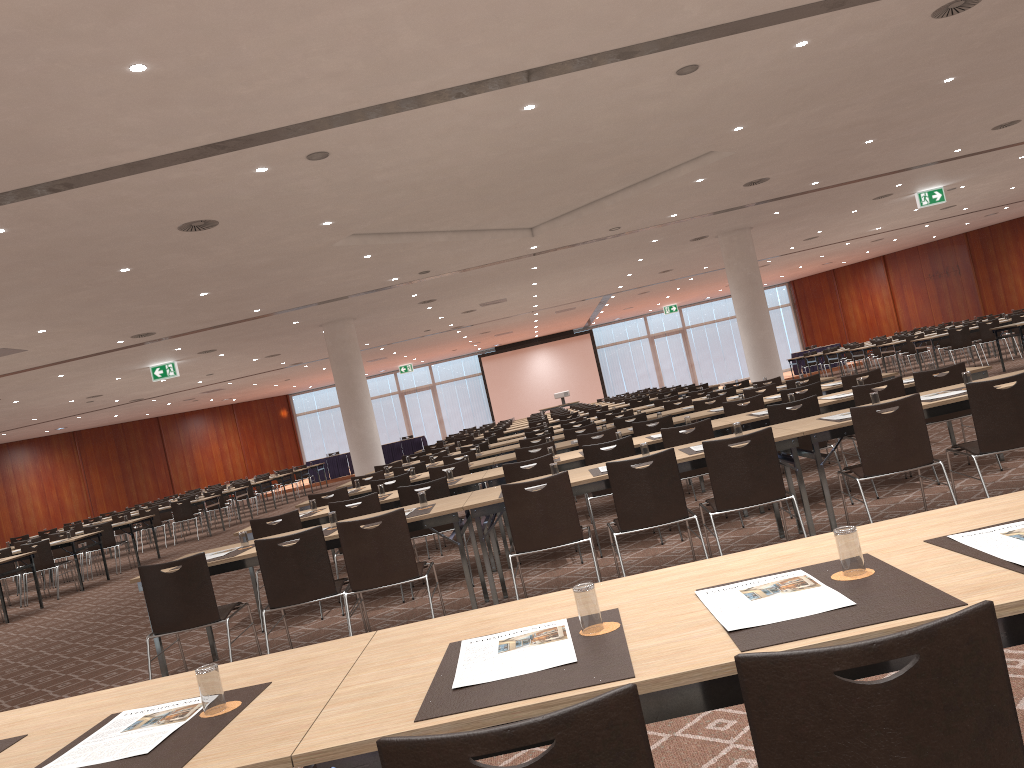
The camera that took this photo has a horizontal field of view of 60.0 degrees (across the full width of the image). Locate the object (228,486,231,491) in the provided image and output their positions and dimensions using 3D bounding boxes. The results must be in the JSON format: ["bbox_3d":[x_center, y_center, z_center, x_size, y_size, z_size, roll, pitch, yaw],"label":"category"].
[{"bbox_3d":[-6.999,2.580,21.942,0.054,0.114,0.054,-12,-1,-32],"label":"object"}]

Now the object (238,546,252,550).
[{"bbox_3d":[-1.891,1.162,6.287,0.102,0.001,0.102,-12,-1,-32],"label":"object"}]

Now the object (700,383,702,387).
[{"bbox_3d":[4.196,0.029,19.622,0.054,0.114,0.054,-12,-1,-32],"label":"object"}]

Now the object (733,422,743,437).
[{"bbox_3d":[1.579,0.326,6.189,0.054,0.114,0.054,-12,-1,-32],"label":"object"}]

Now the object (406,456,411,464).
[{"bbox_3d":[-1.674,1.227,14.303,0.054,0.114,0.054,-13,-1,35],"label":"object"}]

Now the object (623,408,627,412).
[{"bbox_3d":[1.813,0.445,14.193,0.054,0.114,0.054,-13,-1,35],"label":"object"}]

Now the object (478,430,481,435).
[{"bbox_3d":[-0.809,1.194,21.767,0.054,0.114,0.054,-12,-1,-32],"label":"object"}]

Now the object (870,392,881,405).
[{"bbox_3d":[2.529,0.113,6.169,0.054,0.114,0.054,-13,-1,35],"label":"object"}]

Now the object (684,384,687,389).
[{"bbox_3d":[4.240,0.062,21.626,0.054,0.114,0.054,-12,-1,-32],"label":"object"}]

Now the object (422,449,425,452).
[{"bbox_3d":[-1.619,1.257,16.288,0.054,0.114,0.054,-12,-1,-10],"label":"object"}]

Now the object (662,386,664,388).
[{"bbox_3d":[4.369,0.119,25.624,0.054,0.114,0.054,-12,-1,-32],"label":"object"}]

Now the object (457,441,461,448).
[{"bbox_3d":[-0.973,1.112,16.275,0.054,0.114,0.054,-13,-1,13],"label":"object"}]

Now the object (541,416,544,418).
[{"bbox_3d":[0.761,0.842,21.732,0.054,0.114,0.054,-12,-1,-32],"label":"object"}]

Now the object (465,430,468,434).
[{"bbox_3d":[-1.324,1.395,25.785,0.054,0.114,0.054,-12,-1,-32],"label":"object"}]

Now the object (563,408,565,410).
[{"bbox_3d":[1.507,0.761,25.711,0.054,0.114,0.054,-13,-1,35],"label":"object"}]

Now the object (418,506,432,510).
[{"bbox_3d":[-0.611,0.876,6.255,0.102,0.001,0.102,-12,-1,-32],"label":"object"}]

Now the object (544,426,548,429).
[{"bbox_3d":[0.550,0.729,14.237,0.054,0.114,0.054,-13,-1,35],"label":"object"}]

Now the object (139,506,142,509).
[{"bbox_3d":[-9.218,3.078,22.015,0.054,0.114,0.054,-13,-1,35],"label":"object"}]

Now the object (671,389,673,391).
[{"bbox_3d":[3.549,0.174,19.646,0.054,0.114,0.054,-13,-1,35],"label":"object"}]

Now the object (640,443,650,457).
[{"bbox_3d":[0.933,0.471,6.211,0.054,0.114,0.054,-12,-1,-32],"label":"object"}]

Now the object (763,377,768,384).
[{"bbox_3d":[4.034,-0.052,14.126,0.054,0.114,0.054,-13,-1,35],"label":"object"}]

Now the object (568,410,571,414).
[{"bbox_3d":[1.406,0.697,21.705,0.054,0.114,0.054,-12,-1,-32],"label":"object"}]

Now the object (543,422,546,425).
[{"bbox_3d":[0.606,0.759,16.233,0.054,0.114,0.054,-12,-1,-10],"label":"object"}]

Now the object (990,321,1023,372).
[{"bbox_3d":[10.068,-0.871,16.002,2.267,0.833,0.953,-13,-1,2],"label":"object"}]

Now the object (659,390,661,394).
[{"bbox_3d":[3.621,0.201,21.649,0.054,0.114,0.054,-13,-1,35],"label":"object"}]

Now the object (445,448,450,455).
[{"bbox_3d":[-1.037,1.084,14.281,0.054,0.114,0.054,-13,-1,13],"label":"object"}]

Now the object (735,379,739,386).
[{"bbox_3d":[4.095,-0.023,16.135,0.054,0.114,0.054,-12,-1,-10],"label":"object"}]

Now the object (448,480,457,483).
[{"bbox_3d":[-0.565,0.908,8.253,0.102,0.001,0.102,-12,-1,-10],"label":"object"}]

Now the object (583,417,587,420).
[{"bbox_3d":[1.180,0.587,14.214,0.054,0.114,0.054,-13,-1,35],"label":"object"}]

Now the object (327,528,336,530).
[{"bbox_3d":[-1.259,1.021,6.281,0.102,0.001,0.102,-12,-1,-32],"label":"object"}]

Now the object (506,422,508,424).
[{"bbox_3d":[-0.117,1.081,23.753,0.054,0.114,0.054,-13,-1,35],"label":"object"}]

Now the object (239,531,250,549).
[{"bbox_3d":[-1.901,1.106,6.290,0.054,0.114,0.054,-12,-1,-32],"label":"object"}]

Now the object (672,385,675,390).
[{"bbox_3d":[4.300,0.092,23.622,0.054,0.114,0.054,-12,-1,-32],"label":"object"}]

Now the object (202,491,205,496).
[{"bbox_3d":[-7.635,2.723,21.975,0.054,0.114,0.054,-12,-1,-32],"label":"object"}]

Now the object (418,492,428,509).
[{"bbox_3d":[-0.629,0.821,6.270,0.054,0.114,0.054,-12,-1,-32],"label":"object"}]

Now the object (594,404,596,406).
[{"bbox_3d":[2.034,0.557,21.690,0.054,0.114,0.054,-12,-1,-32],"label":"object"}]

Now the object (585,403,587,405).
[{"bbox_3d":[2.148,0.617,25.689,0.054,0.114,0.054,-13,-1,35],"label":"object"}]

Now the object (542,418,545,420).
[{"bbox_3d":[0.708,0.811,19.719,0.054,0.114,0.054,-12,-1,-32],"label":"object"}]

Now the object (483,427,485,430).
[{"bbox_3d":[-0.750,1.224,23.781,0.054,0.114,0.054,-13,-1,35],"label":"object"}]

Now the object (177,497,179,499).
[{"bbox_3d":[-8.267,2.865,21.994,0.054,0.114,0.054,-12,-1,-32],"label":"object"}]

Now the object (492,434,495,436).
[{"bbox_3d":[-0.336,0.970,16.264,0.054,0.114,0.054,-13,-1,35],"label":"object"}]

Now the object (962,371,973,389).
[{"bbox_3d":[3.160,-0.028,6.150,0.054,0.114,0.054,-13,-1,35],"label":"object"}]

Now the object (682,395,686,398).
[{"bbox_3d":[2.758,0.234,14.167,0.054,0.114,0.054,-12,-1,-32],"label":"object"}]

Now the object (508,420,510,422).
[{"bbox_3d":[-0.071,1.114,25.763,0.054,0.114,0.054,-13,-1,35],"label":"object"}]

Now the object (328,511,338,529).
[{"bbox_3d":[-1.267,0.964,6.288,0.054,0.114,0.054,-13,-1,35],"label":"object"}]

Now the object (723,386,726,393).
[{"bbox_3d":[3.395,0.091,14.143,0.054,0.114,0.054,-12,-1,-32],"label":"object"}]

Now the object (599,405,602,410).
[{"bbox_3d":[1.973,0.527,19.690,0.054,0.114,0.054,-12,-1,-32],"label":"object"}]

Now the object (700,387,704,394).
[{"bbox_3d":[3.456,0.120,16.158,0.054,0.114,0.054,-13,-1,35],"label":"object"}]

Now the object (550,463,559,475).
[{"bbox_3d":[0.302,0.612,6.226,0.054,0.114,0.054,-12,-1,-32],"label":"object"}]

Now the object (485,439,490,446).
[{"bbox_3d":[-0.397,0.940,14.252,0.054,0.114,0.054,-13,-1,13],"label":"object"}]

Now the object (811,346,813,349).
[{"bbox_3d":[11.110,-1.364,32.792,0.054,0.114,0.054,-13,-1,13],"label":"object"}]

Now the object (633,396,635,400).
[{"bbox_3d":[2.980,0.345,21.656,0.054,0.114,0.054,-13,-1,35],"label":"object"}]

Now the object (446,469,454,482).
[{"bbox_3d":[-0.576,0.852,8.255,0.054,0.114,0.054,-13,-1,35],"label":"object"}]

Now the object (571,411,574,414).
[{"bbox_3d":[1.347,0.668,19.711,0.054,0.114,0.054,-12,-1,-32],"label":"object"}]

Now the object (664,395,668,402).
[{"bbox_3d":[2.816,0.264,16.167,0.054,0.114,0.054,-13,-1,13],"label":"object"}]

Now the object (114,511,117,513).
[{"bbox_3d":[-9.853,3.220,22.036,0.054,0.114,0.054,-13,-1,35],"label":"object"}]

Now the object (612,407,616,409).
[{"bbox_3d":[1.869,0.476,16.189,0.054,0.114,0.054,-12,-1,-10],"label":"object"}]

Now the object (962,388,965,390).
[{"bbox_3d":[3.173,0.028,6.147,0.102,0.001,0.102,-12,-1,-32],"label":"object"}]

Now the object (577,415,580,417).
[{"bbox_3d":[1.229,0.619,16.211,0.054,0.114,0.054,-12,-1,-10],"label":"object"}]
